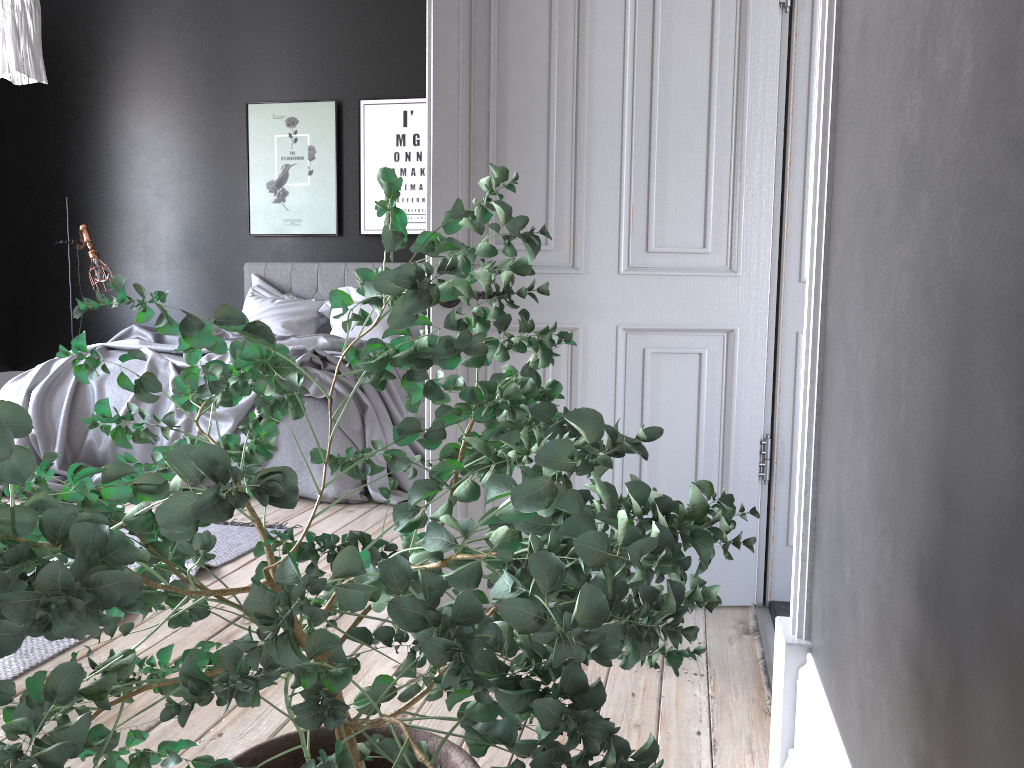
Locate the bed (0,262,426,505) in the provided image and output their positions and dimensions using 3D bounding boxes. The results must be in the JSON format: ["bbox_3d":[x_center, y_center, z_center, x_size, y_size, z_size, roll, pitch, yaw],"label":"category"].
[{"bbox_3d":[-1.725,-0.218,5.793,2.765,1.301,3.277,1,5,0],"label":"bed"}]

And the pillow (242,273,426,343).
[{"bbox_3d":[-1.448,-0.491,6.847,1.830,0.761,0.679,2,6,11],"label":"pillow"}]

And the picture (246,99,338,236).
[{"bbox_3d":[-1.797,-1.756,7.239,0.791,1.081,0.014,2,6,11],"label":"picture"}]

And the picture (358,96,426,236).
[{"bbox_3d":[-0.845,-1.727,7.052,0.791,1.081,0.014,2,6,11],"label":"picture"}]

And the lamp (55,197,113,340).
[{"bbox_3d":[-3.726,-0.624,7.369,0.436,1.782,1.716,-4,7,-40],"label":"lamp"}]

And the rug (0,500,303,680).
[{"bbox_3d":[-2.292,0.708,2.316,2.105,0.050,3.638,2,5,12],"label":"rug"}]

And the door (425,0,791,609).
[{"bbox_3d":[0.285,-0.469,2.712,1.098,2.379,0.216,1,6,-1],"label":"door"}]

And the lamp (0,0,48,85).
[{"bbox_3d":[-2.017,-2.263,3.555,0.783,2.053,0.781,-3,7,-35],"label":"lamp"}]
